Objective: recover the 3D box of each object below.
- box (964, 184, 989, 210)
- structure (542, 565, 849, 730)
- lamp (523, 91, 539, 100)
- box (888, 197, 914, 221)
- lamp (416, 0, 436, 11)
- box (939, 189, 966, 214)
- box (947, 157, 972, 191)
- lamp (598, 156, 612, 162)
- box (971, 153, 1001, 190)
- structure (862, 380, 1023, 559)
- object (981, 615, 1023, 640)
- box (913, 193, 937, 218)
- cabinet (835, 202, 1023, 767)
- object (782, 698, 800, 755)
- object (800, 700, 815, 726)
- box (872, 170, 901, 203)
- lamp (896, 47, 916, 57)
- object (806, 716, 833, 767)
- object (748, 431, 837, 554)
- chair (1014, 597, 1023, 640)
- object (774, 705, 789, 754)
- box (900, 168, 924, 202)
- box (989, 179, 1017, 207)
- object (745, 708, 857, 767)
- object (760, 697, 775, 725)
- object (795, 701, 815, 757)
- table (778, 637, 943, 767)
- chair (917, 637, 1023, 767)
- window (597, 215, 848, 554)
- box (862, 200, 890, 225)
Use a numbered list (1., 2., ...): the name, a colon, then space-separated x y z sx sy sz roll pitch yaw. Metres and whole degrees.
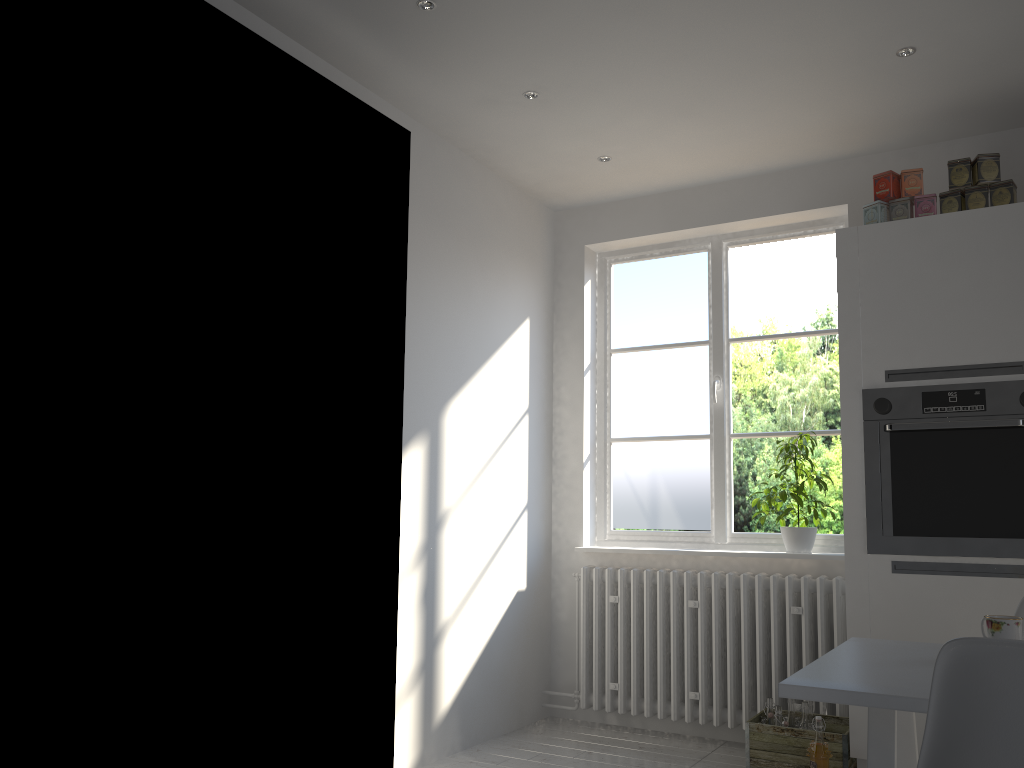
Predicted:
1. box: 1.722 -0.670 3.281 0.081 0.110 0.081 -3 -8 30
2. structure: 0.485 1.243 4.168 2.102 0.757 0.176 -4 -8 30
3. lamp: 0.072 -1.112 3.384 0.064 0.030 0.064 -3 -9 22
4. box: 1.504 -0.652 3.419 0.081 0.110 0.081 -4 -9 35
5. lamp: -0.270 -1.206 2.797 0.064 0.030 0.064 -2 -9 18
6. box: 1.659 -0.664 3.329 0.081 0.110 0.081 8 -10 -44
7. box: 1.677 -0.776 3.314 0.081 0.110 0.081 -3 -8 30
8. lamp: 0.415 -1.018 3.970 0.064 0.030 0.064 -3 -9 22
9. box: 1.746 -0.782 3.266 0.081 0.110 0.081 -1 -7 10
10. structure: 1.681 0.315 3.204 0.727 0.606 0.323 -4 -8 30
11. object: 1.125 0.580 2.026 0.078 0.095 0.091 -1 -8 17
12. box: 1.578 -0.657 3.380 0.081 0.110 0.081 -3 -8 25
13. cabinet: 1.961 0.429 3.188 1.379 2.087 0.515 -3 -8 30
14. object: 1.130 1.394 3.579 0.065 0.254 0.065 3 -7 -18
15. object: 1.190 1.390 3.544 0.065 0.254 0.065 7 -9 -43
16. box: 1.459 -0.760 3.446 0.081 0.110 0.081 7 -9 -39
17. lamp: 1.350 -1.148 3.037 0.064 0.030 0.064 -3 -9 22
18. object: 1.112 1.340 3.205 0.065 0.266 0.065 3 -7 -18
19. object: 1.240 0.482 3.922 0.374 0.528 0.329 -2 -8 21
20. chair: 1.384 0.906 2.111 0.465 0.797 0.544 -3 -8 29
21. object: 1.023 1.365 3.397 0.065 0.254 0.066 1 -7 2
22. box: 1.541 -0.763 3.417 0.081 0.110 0.081 -2 -8 20
23. box: 1.795 -0.676 3.235 0.081 0.110 0.081 -5 -9 40
24. object: 1.139 1.410 3.452 0.374 0.202 0.321 -4 -9 30
25. object: 1.035 1.388 3.547 0.066 0.254 0.065 5 -8 -33
26. object: 1.153 1.380 3.481 0.065 0.254 0.065 7 -9 -43
27. table: 1.491 0.890 1.531 1.827 0.657 0.817 -4 -9 30
28. chair: 0.913 0.793 1.407 0.466 0.797 0.544 -6 -10 44
29. window: 0.994 0.036 4.277 1.287 1.556 0.117 -4 -8 30
30. box: 1.426 -0.647 3.457 0.081 0.110 0.081 5 -8 -30
